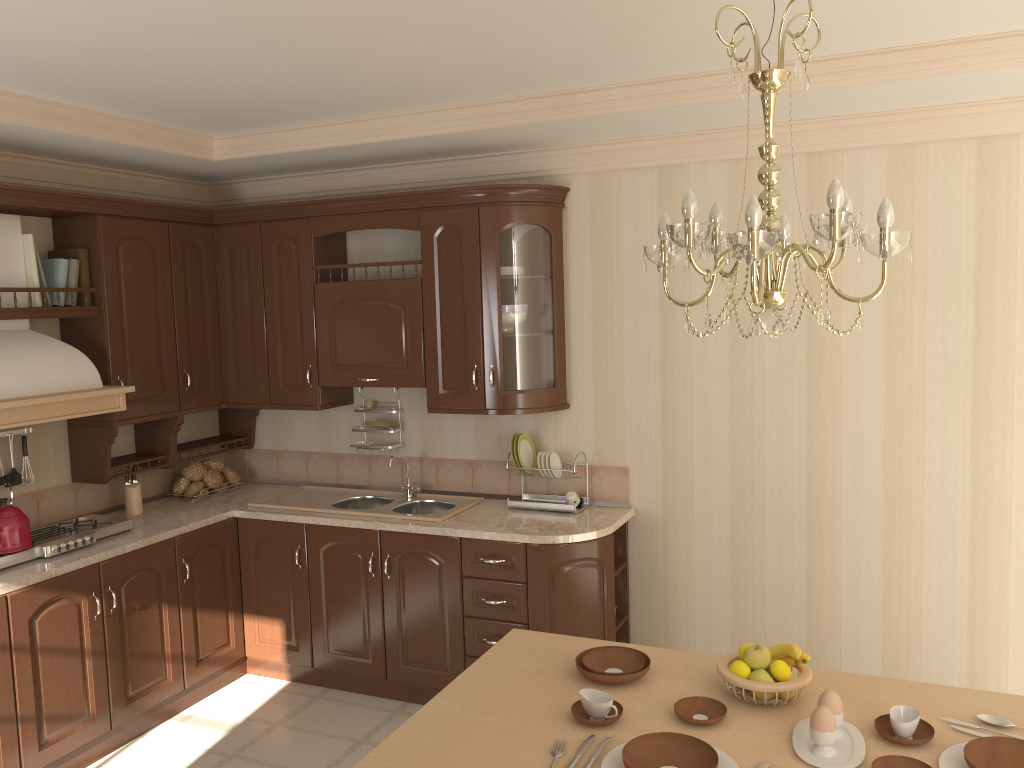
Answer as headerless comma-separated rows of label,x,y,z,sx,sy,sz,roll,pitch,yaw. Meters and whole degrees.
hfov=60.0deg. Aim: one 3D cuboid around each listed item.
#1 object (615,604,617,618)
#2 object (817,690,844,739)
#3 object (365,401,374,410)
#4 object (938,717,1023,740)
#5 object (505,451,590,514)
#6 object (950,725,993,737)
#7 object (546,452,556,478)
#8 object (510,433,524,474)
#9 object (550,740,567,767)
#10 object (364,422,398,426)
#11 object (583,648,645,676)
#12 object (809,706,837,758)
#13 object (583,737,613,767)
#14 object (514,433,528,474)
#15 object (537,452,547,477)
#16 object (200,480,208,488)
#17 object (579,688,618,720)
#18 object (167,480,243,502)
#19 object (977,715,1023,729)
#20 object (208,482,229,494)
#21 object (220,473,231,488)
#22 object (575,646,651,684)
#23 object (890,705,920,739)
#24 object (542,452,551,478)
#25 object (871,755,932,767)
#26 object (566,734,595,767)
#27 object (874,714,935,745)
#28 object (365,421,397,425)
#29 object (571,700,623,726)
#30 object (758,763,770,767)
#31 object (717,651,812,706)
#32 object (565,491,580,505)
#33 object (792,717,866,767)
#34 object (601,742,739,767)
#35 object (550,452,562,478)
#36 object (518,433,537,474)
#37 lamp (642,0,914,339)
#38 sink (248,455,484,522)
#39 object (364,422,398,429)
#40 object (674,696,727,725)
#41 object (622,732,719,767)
object,0.369,1.044,4.067,0.208,0.077,0.145,2,6,35
object,0.737,0.760,2.054,0.058,0.104,0.058,-1,5,2
object,-0.734,0.109,4.582,0.044,0.051,0.049,-2,5,-7
object,1.102,0.800,2.055,0.216,0.004,0.022,3,7,39
object,0.165,0.442,4.132,0.359,0.275,0.172,1,6,25
object,1.108,0.803,2.002,0.221,0.008,0.023,3,7,39
object,0.184,0.376,4.116,0.034,0.119,0.123,1,6,24
object,0.037,0.326,4.179,0.047,0.188,0.193,1,6,25
object,0.090,0.840,1.958,0.028,0.004,0.218,0,5,14
object,-0.667,0.206,4.522,0.174,0.051,0.167,1,6,24
object,0.277,0.769,2.417,0.168,0.034,0.168,2,6,35
object,0.693,0.768,1.976,0.058,0.104,0.058,-1,5,2
object,0.184,0.834,1.976,0.022,0.008,0.218,1,6,26
object,0.054,0.326,4.171,0.047,0.188,0.193,1,6,25
object,0.146,0.375,4.134,0.034,0.119,0.123,1,6,24
object,-1.628,0.529,4.718,0.098,0.094,0.114,-1,5,4
object,0.213,0.790,2.161,0.063,0.055,0.119,-6,7,-37
object,-1.614,0.555,4.679,0.199,0.060,0.364,1,6,24
object,1.189,0.796,2.038,0.219,0.011,0.047,3,7,40
object,-1.567,0.549,4.726,0.105,0.060,0.103,0,6,19
object,-1.582,0.519,4.798,0.125,0.100,0.091,0,6,19
object,0.275,0.773,2.417,0.204,0.042,0.204,-4,6,-27
object,0.903,0.780,2.038,0.063,0.055,0.119,2,7,38
object,0.165,0.375,4.125,0.034,0.119,0.123,1,6,26
object,0.816,0.817,1.846,0.127,0.026,0.126,0,5,15
object,0.148,0.833,1.988,0.018,0.008,0.212,1,6,23
object,0.899,0.797,2.033,0.127,0.026,0.126,0,5,15
object,-0.667,0.203,4.522,0.174,0.051,0.167,1,6,24
object,0.208,0.806,2.168,0.126,0.026,0.127,-6,7,-39
object,0.498,0.837,1.841,0.023,0.008,0.221,1,6,29
object,0.646,0.759,2.274,0.235,0.068,0.235,-4,6,-19
object,0.284,0.536,4.133,0.073,0.072,0.085,-3,5,-12
object,0.718,0.814,2.013,0.157,0.005,0.245,0,6,21
object,0.340,0.834,1.904,0.299,0.009,0.299,0,6,22
object,0.203,0.376,4.107,0.034,0.119,0.123,1,6,24
object,0.070,0.327,4.164,0.047,0.188,0.193,1,6,25
lamp,0.557,-0.595,1.917,0.502,0.982,0.501,-2,5,-6
sink,-0.721,0.519,4.345,1.077,0.348,0.448,1,6,24
object,-0.668,0.209,4.521,0.174,0.051,0.167,1,6,24
object,0.458,0.799,2.155,0.127,0.026,0.126,-3,5,-11
object,0.339,0.816,1.903,0.204,0.042,0.204,1,6,24
